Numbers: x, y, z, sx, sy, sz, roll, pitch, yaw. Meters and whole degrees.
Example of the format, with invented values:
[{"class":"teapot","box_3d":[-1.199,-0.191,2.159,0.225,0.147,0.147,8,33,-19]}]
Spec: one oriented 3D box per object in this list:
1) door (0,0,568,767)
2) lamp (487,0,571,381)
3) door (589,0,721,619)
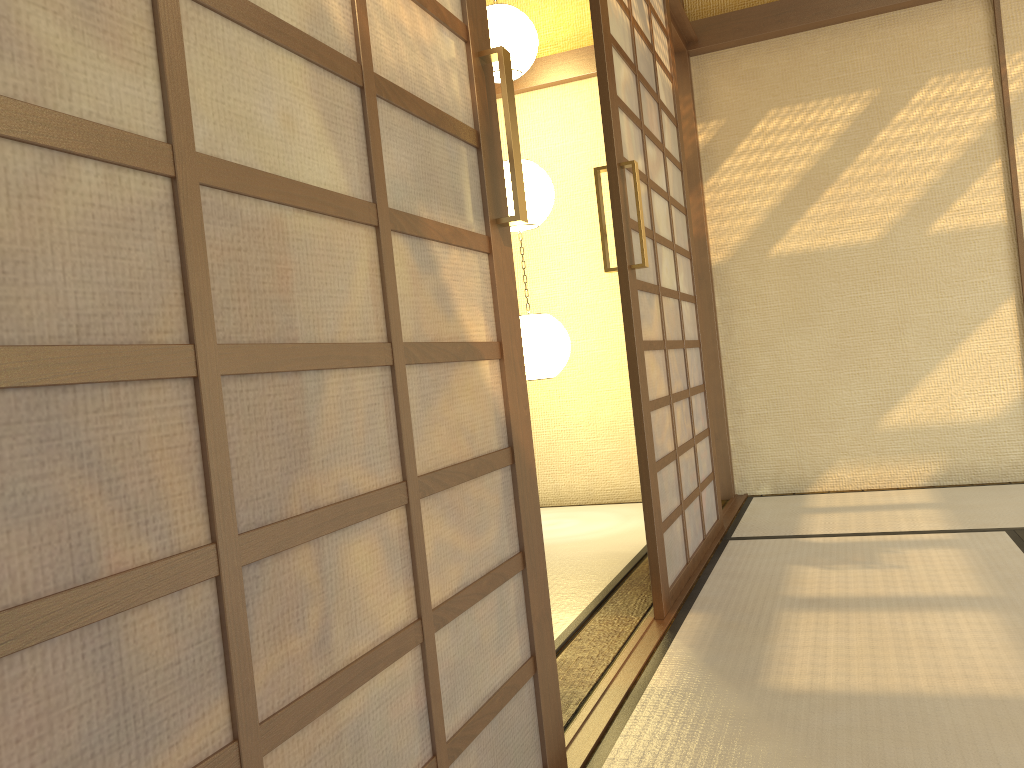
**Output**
[{"class":"door","box_3d":[-0.268,-0.389,1.038,0.076,2.265,1.230,-6,1,21]},{"class":"lamp","box_3d":[-0.010,-1.161,4.158,0.363,2.297,0.363,-6,1,21]},{"class":"door","box_3d":[0.488,-0.491,3.064,0.076,2.265,1.230,-6,1,21]}]
